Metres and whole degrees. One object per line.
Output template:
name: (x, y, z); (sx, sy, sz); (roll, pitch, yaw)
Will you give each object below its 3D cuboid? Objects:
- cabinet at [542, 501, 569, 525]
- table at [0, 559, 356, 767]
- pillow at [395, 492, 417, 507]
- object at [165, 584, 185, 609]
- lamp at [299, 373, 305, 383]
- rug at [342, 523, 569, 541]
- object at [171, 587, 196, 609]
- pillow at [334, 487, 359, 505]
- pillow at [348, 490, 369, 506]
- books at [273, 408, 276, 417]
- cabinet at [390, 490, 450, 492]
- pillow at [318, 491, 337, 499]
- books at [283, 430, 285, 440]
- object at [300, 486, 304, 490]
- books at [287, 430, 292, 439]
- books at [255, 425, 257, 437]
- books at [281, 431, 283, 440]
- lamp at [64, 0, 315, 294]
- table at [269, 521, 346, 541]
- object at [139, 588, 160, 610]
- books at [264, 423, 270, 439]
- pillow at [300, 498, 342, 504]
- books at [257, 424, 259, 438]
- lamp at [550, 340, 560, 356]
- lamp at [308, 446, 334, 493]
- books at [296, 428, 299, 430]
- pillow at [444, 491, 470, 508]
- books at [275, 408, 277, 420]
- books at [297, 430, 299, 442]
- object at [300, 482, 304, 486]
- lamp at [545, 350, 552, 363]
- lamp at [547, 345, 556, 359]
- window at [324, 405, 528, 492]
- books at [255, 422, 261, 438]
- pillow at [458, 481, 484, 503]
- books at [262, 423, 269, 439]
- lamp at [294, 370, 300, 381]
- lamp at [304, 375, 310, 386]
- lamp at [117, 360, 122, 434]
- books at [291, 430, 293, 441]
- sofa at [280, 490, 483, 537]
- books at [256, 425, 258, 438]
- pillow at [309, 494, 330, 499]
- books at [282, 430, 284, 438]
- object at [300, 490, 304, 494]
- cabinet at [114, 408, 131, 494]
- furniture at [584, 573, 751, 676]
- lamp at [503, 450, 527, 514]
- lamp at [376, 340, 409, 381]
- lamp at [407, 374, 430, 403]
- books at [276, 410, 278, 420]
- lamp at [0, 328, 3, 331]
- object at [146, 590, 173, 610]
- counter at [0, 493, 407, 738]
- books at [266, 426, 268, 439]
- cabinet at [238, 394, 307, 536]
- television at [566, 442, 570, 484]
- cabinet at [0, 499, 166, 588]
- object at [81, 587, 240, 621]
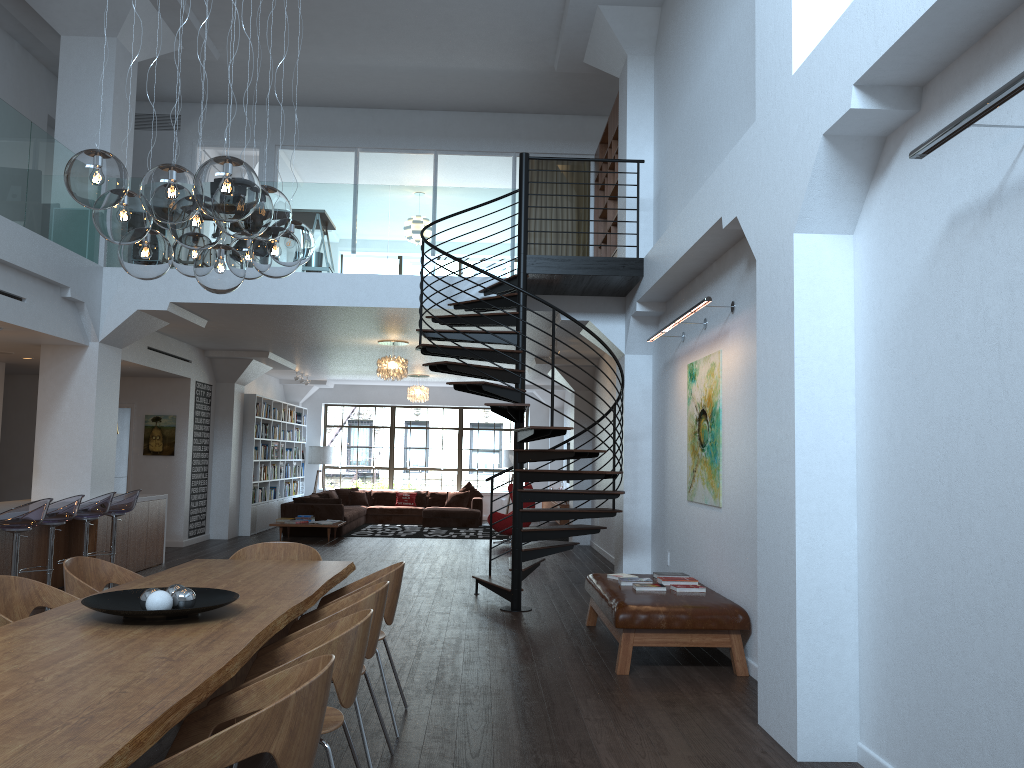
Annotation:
cabinet: (0.971, 2.432, 17.475); (0.459, 0.350, 4.501); (1, -5, -2)
table: (-1.411, 1.298, 3.522); (1.012, 0.750, 3.803); (1, -5, -2)
pillow: (-2.253, 2.459, 18.867); (0.465, 0.308, 0.220); (2, -5, -6)
object: (-1.375, 0.870, 3.630); (0.100, 0.100, 0.100); (-3, -7, 43)
lamp: (-4.140, -0.115, 17.499); (0.120, 0.211, 0.111); (5, -6, -42)
rug: (-0.938, 2.786, 16.761); (4.200, 0.007, 3.100); (1, -5, 0)
object: (-1.316, 0.864, 3.548); (0.100, 0.100, 0.100); (-3, -7, 43)
pillow: (-3.451, 2.395, 18.786); (0.580, 0.418, 0.334); (4, -5, -29)
pillow: (-3.257, 2.410, 18.694); (0.489, 0.337, 0.238); (4, -6, -32)
books: (-4.565, 0.569, 16.851); (0.140, 0.231, 0.042); (1, -5, -2)
cabinet: (-1.980, 2.705, 19.755); (1.520, 0.625, 0.350); (1, -5, -2)
pillow: (-3.518, 2.275, 17.169); (0.325, 0.391, 0.625); (0, -5, 14)
books: (-4.590, 1.018, 17.591); (0.146, 0.202, 0.027); (1, -5, -2)
object: (-4.727, 2.261, 19.318); (0.331, 0.088, 0.410); (1, -5, -2)
books: (-4.625, 1.063, 18.322); (0.140, 0.231, 0.042); (1, -5, -2)
books: (-4.514, 0.820, 15.378); (0.152, 0.232, 0.104); (1, -5, -2)
books: (-4.588, 1.023, 17.502); (0.128, 0.178, 0.021); (1, -5, -2)
lamp: (-1.371, -1.516, 4.074); (0.849, 2.140, 1.787); (1, -5, -3)
table: (-3.366, 2.431, 14.672); (1.100, 0.271, 0.853); (1, -5, -2)
object: (-1.440, 0.868, 3.554); (0.100, 0.100, 0.100); (-3, -7, 43)
books: (-4.558, 0.871, 16.358); (0.176, 0.291, 0.053); (1, -5, -2)
pillow: (-3.315, 2.158, 15.484); (0.750, 0.364, 0.289); (1, -5, -3)
books: (-4.520, 0.824, 15.493); (0.174, 0.242, 0.105); (1, -5, -2)
lamp: (0.595, -0.485, 11.969); (0.120, 0.211, 0.111); (4, -5, -28)
lamp: (-4.255, 2.174, 19.655); (0.545, 1.579, 0.545); (2, -5, -13)
books: (-4.645, 1.083, 18.914); (0.176, 0.290, 0.036); (1, -5, -2)
pillow: (-1.166, 2.439, 18.786); (0.542, 0.362, 0.248); (-1, -5, 19)
books: (-4.571, 0.575, 16.899); (0.158, 0.226, 0.052); (1, -5, -2)
books: (-4.634, 1.099, 18.878); (0.183, 0.253, 0.034); (1, -5, -2)
object: (-4.732, 2.173, 19.325); (0.316, 0.088, 0.410); (1, -5, -2)
lamp: (0.560, -0.400, 12.989); (0.111, 0.211, 0.120); (-2, -6, 32)
lamp: (0.577, -0.442, 12.485); (0.120, 0.211, 0.111); (5, -6, -42)
window: (-1.977, 1.492, 20.402); (4.648, 1.905, 0.114); (1, -5, -2)
books: (-4.513, 0.806, 15.572); (0.176, 0.290, 0.053); (1, -5, -2)
pillow: (-0.964, 2.375, 18.964); (0.651, 0.587, 0.335); (3, -5, -23)
books: (-4.573, 0.869, 16.306); (0.198, 0.284, 0.049); (1, -5, -2)
lamp: (-4.123, -0.156, 16.995); (0.111, 0.211, 0.120); (-2, -6, 32)
lamp: (-4.157, -0.072, 18.016); (0.120, 0.211, 0.111); (4, -5, -28)
lamp: (-4.847, 0.158, 10.797); (0.149, 0.900, 0.149); (-3, -7, 43)
books: (-4.630, 1.069, 18.370); (0.158, 0.226, 0.052); (1, -5, -2)
sofa: (-2.304, 2.470, 17.252); (3.481, 0.664, 4.197); (1, -5, -2)
books: (-4.513, 0.821, 15.410); (0.172, 0.235, 0.112); (1, -5, -2)
pillow: (-3.361, 2.137, 15.751); (0.559, 0.411, 0.269); (-4, -7, 44)
books: (-4.598, 1.016, 17.564); (0.146, 0.202, 0.027); (1, -5, -2)
object: (-4.728, 2.348, 19.311); (0.331, 0.088, 0.410); (1, -5, -2)
cabinet: (-7.024, 0.989, 14.593); (0.527, 2.991, 2.630); (1, -5, -2)
furniture: (1.100, 1.763, 6.733); (0.907, 0.453, 1.819); (1, -5, -2)
lamp: (0.058, 2.260, 19.691); (0.545, 1.579, 0.545); (0, -5, 9)
lamp: (-1.674, -0.317, 12.444); (0.441, 0.539, 0.442); (-3, -6, 40)
lamp: (-1.847, 0.100, 17.485); (0.441, 0.539, 0.442); (-3, -6, 40)
books: (-4.567, 0.600, 16.987); (0.139, 0.191, 0.036); (1, -5, -2)
lamp: (-3.928, -0.413, 9.189); (0.149, 1.807, 2.842); (-3, -6, 37)
object: (-1.380, 0.859, 3.470); (0.100, 0.100, 0.100); (-3, -7, 43)
counter: (-3.762, 1.512, 7.291); (3.039, 0.860, 8.182); (4, -6, -31)
books: (-4.551, 0.882, 16.191); (0.174, 0.240, 0.054); (1, -5, -2)
cabinet: (-4.721, 1.553, 17.351); (0.461, 2.414, 4.500); (1, -5, -2)
television: (1.148, 1.555, 17.489); (0.013, 0.816, 1.324); (1, -5, -2)
cabinet: (-4.732, 1.648, 8.877); (0.898, 0.796, 4.493); (1, -5, -2)
object: (-1.404, 0.892, 3.560); (0.592, 0.066, 0.592); (6, -7, -44)
